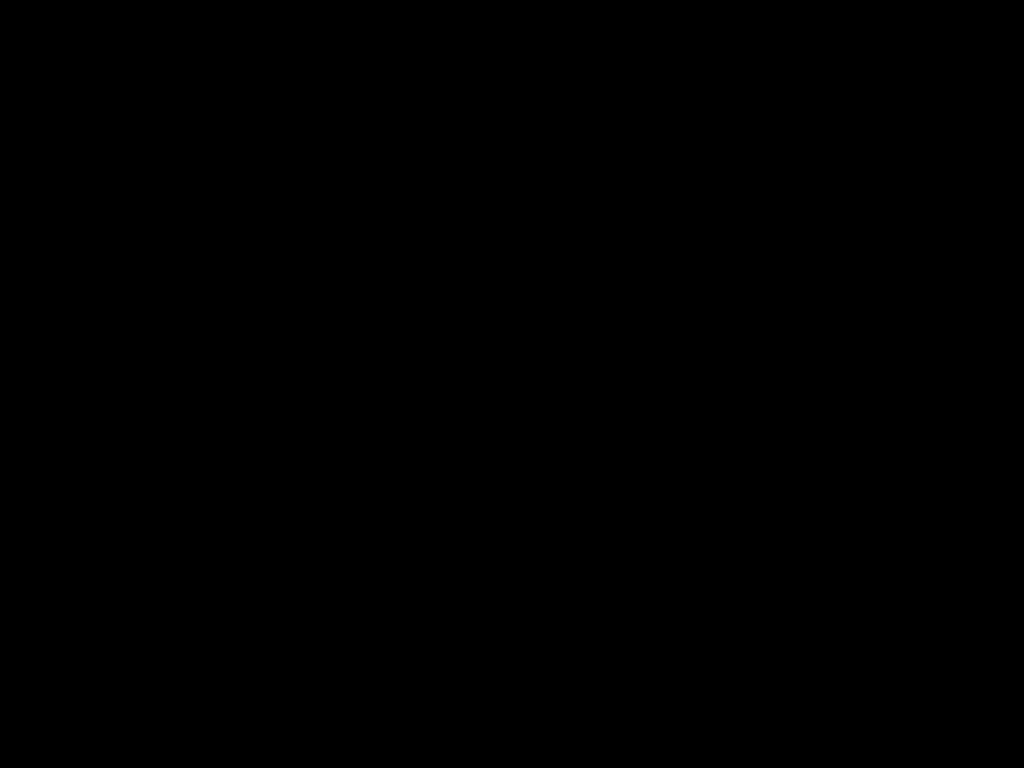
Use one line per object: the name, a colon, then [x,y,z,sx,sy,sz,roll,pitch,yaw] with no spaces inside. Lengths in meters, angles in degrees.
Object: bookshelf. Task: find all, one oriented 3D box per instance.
bookshelf: [0.276,-0.402,2.632,1.495,0.303,0.643,8,13,24]

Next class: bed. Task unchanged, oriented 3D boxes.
bed: [-0.480,-0.430,0.935,2.087,0.994,3.009,8,13,24]

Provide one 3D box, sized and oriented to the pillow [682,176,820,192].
pillow: [0.470,-0.580,2.226,0.498,0.241,0.470,0,12,-10]
